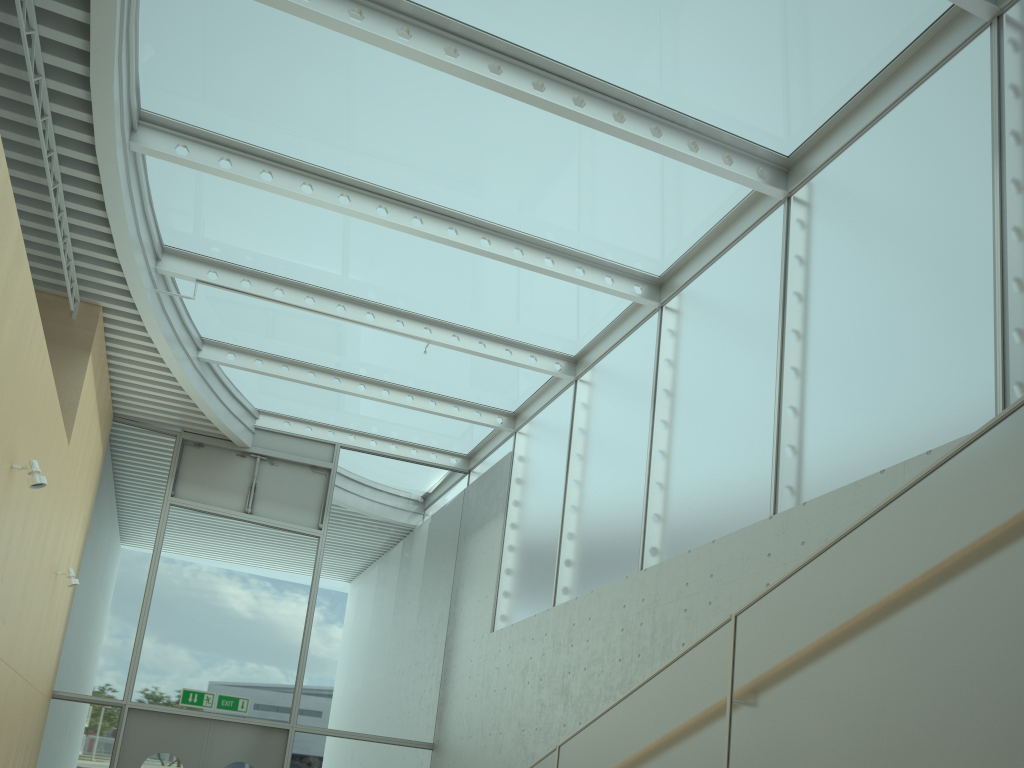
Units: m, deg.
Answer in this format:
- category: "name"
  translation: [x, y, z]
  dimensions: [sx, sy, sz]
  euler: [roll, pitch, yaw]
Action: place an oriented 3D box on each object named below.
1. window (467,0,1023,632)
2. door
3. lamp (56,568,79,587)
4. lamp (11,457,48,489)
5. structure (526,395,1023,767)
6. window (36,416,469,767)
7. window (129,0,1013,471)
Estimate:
- category: "window"
  translation: [1.446, 0.156, 7.182]
  dimensions: [0.031, 2.559, 16.676]
  euler: [11, -27, -19]
- category: "door"
  translation: [-3.855, 5.128, 10.373]
  dimensions: [1.969, 1.967, 0.183]
  euler: [15, -15, -22]
- category: "lamp"
  translation: [-4.376, 1.898, 8.372]
  dimensions: [0.245, 0.183, 0.144]
  euler: [25, -26, -38]
- category: "lamp"
  translation: [-3.133, 0.574, 5.519]
  dimensions: [0.245, 0.183, 0.144]
  euler: [25, -26, -38]
- category: "structure"
  translation: [2.727, 0.202, 0.953]
  dimensions: [1.924, 3.920, 13.437]
  euler: [12, -26, -18]
- category: "window"
  translation: [-3.119, 3.456, 11.014]
  dimensions: [4.973, 5.869, 0.115]
  euler: [14, -15, -22]
- category: "window"
  translation: [-0.701, 0.947, 6.057]
  dimensions: [4.885, 5.831, 16.864]
  euler: [13, -26, -18]
